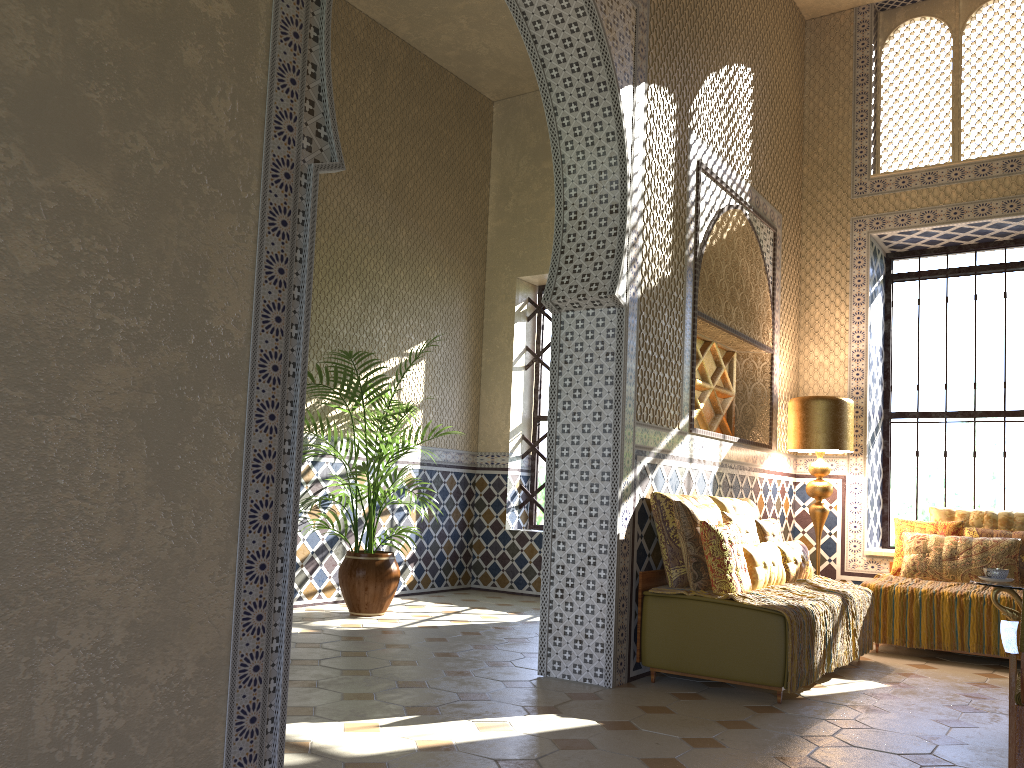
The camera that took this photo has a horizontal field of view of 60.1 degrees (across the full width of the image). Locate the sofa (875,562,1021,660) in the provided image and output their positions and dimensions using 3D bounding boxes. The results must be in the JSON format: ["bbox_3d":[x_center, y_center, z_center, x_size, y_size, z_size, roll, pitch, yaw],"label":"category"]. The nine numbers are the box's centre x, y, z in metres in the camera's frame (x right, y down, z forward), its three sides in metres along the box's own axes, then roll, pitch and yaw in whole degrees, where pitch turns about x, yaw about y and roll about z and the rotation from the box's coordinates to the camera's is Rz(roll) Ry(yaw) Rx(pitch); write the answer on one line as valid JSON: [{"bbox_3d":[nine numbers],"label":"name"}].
[{"bbox_3d":[5.320,2.463,9.269,2.851,0.933,1.279,-2,-8,34],"label":"sofa"}]

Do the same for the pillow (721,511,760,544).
[{"bbox_3d":[2.155,1.544,8.296,0.341,0.690,0.744,-1,-7,34],"label":"pillow"}]

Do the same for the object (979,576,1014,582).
[{"bbox_3d":[3.949,1.597,7.222,0.255,0.032,0.257,1,-7,13],"label":"object"}]

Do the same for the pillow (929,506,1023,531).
[{"bbox_3d":[5.301,1.812,9.937,1.193,0.829,0.424,-2,-6,34],"label":"pillow"}]

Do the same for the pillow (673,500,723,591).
[{"bbox_3d":[1.679,1.416,7.727,0.383,0.777,0.838,-1,-7,34],"label":"pillow"}]

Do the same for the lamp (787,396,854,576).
[{"bbox_3d":[3.604,1.572,10.400,0.737,2.802,0.740,2,-4,3],"label":"lamp"}]

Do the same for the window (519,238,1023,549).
[{"bbox_3d":[3.596,0.238,12.301,8.486,3.973,0.576,-1,-6,30],"label":"window"}]

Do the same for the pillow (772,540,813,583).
[{"bbox_3d":[2.794,1.802,8.872,0.271,0.448,0.987,-1,-7,34],"label":"pillow"}]

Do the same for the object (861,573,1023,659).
[{"bbox_3d":[5.253,2.448,9.240,2.887,0.715,1.320,-2,-8,34],"label":"object"}]

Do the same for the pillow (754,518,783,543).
[{"bbox_3d":[2.600,1.677,8.958,0.313,0.635,0.684,-1,-7,34],"label":"pillow"}]

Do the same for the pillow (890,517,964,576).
[{"bbox_3d":[4.710,1.879,10.064,0.741,0.690,0.342,-1,-6,34],"label":"pillow"}]

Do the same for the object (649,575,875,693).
[{"bbox_3d":[2.403,2.188,8.168,1.315,0.715,2.899,-2,-8,34],"label":"object"}]

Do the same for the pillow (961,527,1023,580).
[{"bbox_3d":[5.535,1.871,9.482,1.342,0.613,0.372,-2,-7,34],"label":"pillow"}]

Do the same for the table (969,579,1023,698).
[{"bbox_3d":[4.222,2.085,6.987,1.102,0.976,1.104,5,-7,-26],"label":"table"}]

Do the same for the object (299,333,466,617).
[{"bbox_3d":[-1.781,1.015,10.721,2.258,3.538,2.764,-1,-7,37],"label":"object"}]

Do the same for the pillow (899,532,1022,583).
[{"bbox_3d":[4.874,1.921,9.658,1.192,0.544,0.330,-2,-7,34],"label":"pillow"}]

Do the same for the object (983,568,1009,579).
[{"bbox_3d":[3.950,1.559,7.224,0.183,0.100,0.184,1,-7,15],"label":"object"}]

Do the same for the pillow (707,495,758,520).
[{"bbox_3d":[2.304,1.565,9.016,0.422,0.828,1.198,-1,-7,34],"label":"pillow"}]

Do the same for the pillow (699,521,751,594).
[{"bbox_3d":[1.812,1.482,7.456,0.345,0.648,0.688,-1,-7,33],"label":"pillow"}]

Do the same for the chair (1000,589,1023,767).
[{"bbox_3d":[2.957,1.595,4.461,0.951,1.204,0.910,-1,-6,34],"label":"chair"}]

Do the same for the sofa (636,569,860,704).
[{"bbox_3d":[2.359,2.200,8.212,1.274,0.933,2.863,-2,-8,34],"label":"sofa"}]

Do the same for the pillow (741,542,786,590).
[{"bbox_3d":[2.272,1.681,8.098,0.271,0.448,0.987,-1,-7,34],"label":"pillow"}]

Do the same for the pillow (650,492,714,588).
[{"bbox_3d":[1.638,1.411,8.027,0.422,0.828,1.198,-1,-7,34],"label":"pillow"}]
